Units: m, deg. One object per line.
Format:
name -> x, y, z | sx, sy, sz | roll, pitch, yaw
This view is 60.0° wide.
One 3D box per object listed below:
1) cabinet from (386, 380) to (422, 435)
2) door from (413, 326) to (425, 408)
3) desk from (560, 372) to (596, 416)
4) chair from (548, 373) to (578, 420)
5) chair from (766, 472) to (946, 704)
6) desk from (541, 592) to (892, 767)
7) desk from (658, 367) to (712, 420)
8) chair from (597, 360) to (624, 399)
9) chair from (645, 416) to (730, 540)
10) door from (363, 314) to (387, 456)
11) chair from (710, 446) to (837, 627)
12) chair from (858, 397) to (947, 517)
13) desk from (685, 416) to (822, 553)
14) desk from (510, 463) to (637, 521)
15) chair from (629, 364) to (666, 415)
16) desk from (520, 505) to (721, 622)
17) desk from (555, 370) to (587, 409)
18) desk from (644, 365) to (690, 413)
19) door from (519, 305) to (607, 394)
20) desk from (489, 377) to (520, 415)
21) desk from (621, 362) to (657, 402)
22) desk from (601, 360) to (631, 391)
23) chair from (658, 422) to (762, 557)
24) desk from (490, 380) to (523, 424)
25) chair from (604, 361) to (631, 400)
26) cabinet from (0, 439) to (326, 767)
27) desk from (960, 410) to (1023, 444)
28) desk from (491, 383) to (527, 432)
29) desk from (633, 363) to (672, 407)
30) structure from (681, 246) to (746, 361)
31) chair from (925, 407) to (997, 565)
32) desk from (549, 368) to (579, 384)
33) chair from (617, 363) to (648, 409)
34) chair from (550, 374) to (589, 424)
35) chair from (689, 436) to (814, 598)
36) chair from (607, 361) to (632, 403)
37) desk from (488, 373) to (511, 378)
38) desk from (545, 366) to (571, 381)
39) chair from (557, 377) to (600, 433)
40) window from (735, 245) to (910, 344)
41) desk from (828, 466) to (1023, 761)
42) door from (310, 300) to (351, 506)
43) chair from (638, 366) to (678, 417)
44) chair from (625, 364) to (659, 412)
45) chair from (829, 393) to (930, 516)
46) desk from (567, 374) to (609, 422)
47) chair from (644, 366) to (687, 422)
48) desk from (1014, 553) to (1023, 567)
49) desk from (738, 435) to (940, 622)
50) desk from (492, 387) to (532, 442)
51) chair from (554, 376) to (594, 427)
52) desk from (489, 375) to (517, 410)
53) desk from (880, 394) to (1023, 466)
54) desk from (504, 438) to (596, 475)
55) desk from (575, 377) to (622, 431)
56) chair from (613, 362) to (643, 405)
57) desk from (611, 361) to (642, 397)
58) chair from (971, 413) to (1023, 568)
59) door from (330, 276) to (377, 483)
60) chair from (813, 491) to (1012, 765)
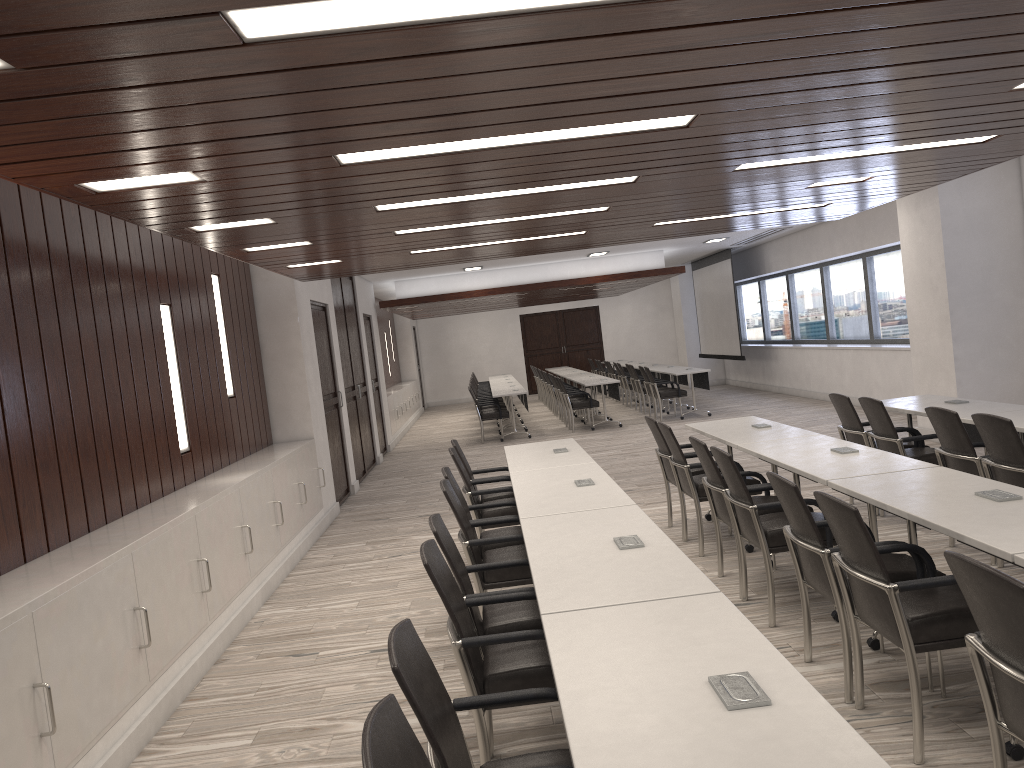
cabinet -> -2.490, 0.431, 19.574 | 0.476, 0.698, 7.540 | -7, 3, -2
door -> -2.636, -0.435, 24.536 | 0.200, 2.323, 1.163 | -7, 3, -2
desk -> 1.392, 0.187, 18.260 | 0.577, 0.795, 1.509 | -7, 3, -2
chair -> 1.064, 0.217, 16.990 | 0.638, 0.939, 0.513 | -7, 3, -2
chair -> 1.505, 0.818, 3.877 | 0.638, 0.939, 0.513 | -7, 3, -1
desk -> 0.448, 1.107, 2.056 | 0.577, 0.795, 1.509 | -7, 3, -2
desk -> 2.984, 0.146, 15.272 | 0.577, 0.795, 1.509 | -7, 3, -2
chair -> 2.395, -0.145, 21.069 | 0.638, 0.939, 0.513 | -7, 3, -2
chair -> 1.410, 0.678, 6.912 | 0.638, 0.939, 0.513 | -7, 3, -3
door -> -2.285, 0.025, 14.471 | 0.200, 2.323, 1.163 | -7, 3, -2
chair -> 1.472, 0.773, 4.862 | 0.638, 0.939, 0.513 | -7, 3, -2
chair -> 2.921, 0.522, 6.431 | 0.638, 0.939, 0.513 | -7, 3, -2
desk -> 1.797, 0.717, 6.664 | 0.577, 0.795, 1.509 | -7, 3, -2
desk -> 0.342, 0.968, 5.099 | 0.577, 0.795, 1.509 | -7, 3, -2
chair -> 2.552, 0.063, 16.519 | 0.638, 0.939, 0.513 | -7, 3, -1
desk -> 0.395, 1.038, 3.576 | 0.577, 0.795, 1.509 | -7, 3, -2
desk -> 1.339, 0.117, 19.780 | 0.577, 0.795, 1.509 | -7, 3, -2
desk -> 2.931, 0.077, 16.792 | 0.577, 0.795, 1.509 | -7, 3, -2
door -> 1.502, -0.991, 25.814 | 2.329, 2.323, 0.200 | -7, 3, -2
desk -> -0.168, 0.299, 19.736 | 0.577, 0.795, 1.509 | -7, 3, -2
desk -> 2.825, -0.062, 19.824 | 0.577, 0.795, 1.509 | -7, 3, -2
desk -> 2.719, -0.201, 22.867 | 0.577, 0.795, 1.509 | -7, 3, -2
chair -> 1.426, 0.702, 6.386 | 0.638, 0.939, 0.513 | -7, 3, -2
desk -> -0.115, 0.369, 18.216 | 0.577, 0.795, 1.509 | -7, 3, -2
chair -> 2.447, -0.101, 20.072 | 0.638, 0.939, 0.513 | -7, 3, -3
cabinet -> -1.987, 1.090, 5.164 | 0.476, 0.698, 7.540 | -7, 3, -2
desk -> 3.336, 0.607, 5.187 | 0.577, 0.795, 1.509 | -7, 3, -2
desk -> -0.062, 0.438, 16.705 | 0.577, 0.795, 1.509 | -7, 3, -2
desk -> 2.878, 0.008, 18.303 | 0.577, 0.795, 1.509 | -7, 3, -2
structure -> 4.339, -1.694, 19.010 | 0.438, 2.329, 3.550 | -7, 3, -2
chair -> 2.951, 0.568, 5.436 | 0.638, 0.939, 0.513 | -7, 3, -1
desk -> 1.286, 0.048, 21.303 | 0.577, 0.795, 1.509 | -7, 3, -2
chair -> 2.500, -0.006, 18.030 | 0.638, 0.939, 0.513 | -7, 3, -1
chair -> 1.081, 0.241, 16.471 | 0.638, 0.939, 0.513 | -7, 3, -3
chair -> 1.455, 0.749, 5.385 | 0.638, 0.939, 0.513 | -7, 3, -2
chair -> 2.459, -0.077, 19.547 | 0.638, 0.939, 0.513 | -7, 3, -2
desk -> -0.274, 0.160, 22.779 | 0.577, 0.795, 1.509 | -7, 3, -2
desk -> 1.233, -0.022, 22.823 | 0.577, 0.795, 1.509 | -7, 3, -2
chair -> 1.132, 0.311, 14.950 | 0.638, 0.939, 0.513 | -7, 3, -2
window -> 5.543, -1.416, 15.554 | 0.118, 1.419, 10.452 | -7, 3, -2
desk -> 1.903, 0.856, 3.621 | 0.577, 0.795, 1.509 | -7, 3, -2
door -> -2.137, 0.220, 10.207 | 0.200, 2.323, 1.163 | -7, 3, -2
chair -> 2.588, 0.109, 15.519 | 0.638, 0.939, 0.513 | -7, 3, -2
chair -> 2.551, 0.037, 17.041 | 0.638, 0.939, 0.513 | -7, 3, -3
chair -> 2.887, 0.500, 6.951 | 0.638, 0.939, 0.513 | -7, 3, -2
desk -> 1.445, 0.256, 16.749 | 0.577, 0.795, 1.509 | -7, 3, -2
chair -> 2.606, 0.133, 14.997 | 0.638, 0.939, 0.513 | -7, 3, -1
desk -> 1.956, 0.926, 2.100 | 0.577, 0.795, 1.509 | -7, 3, -2
desk -> 1.850, 0.786, 5.144 | 0.577, 0.795, 1.509 | -7, 3, -2
desk -> -0.009, 0.507, 15.184 | 0.577, 0.795, 1.509 | -7, 3, -2
chair -> 1.101, 0.288, 15.482 | 0.638, 0.939, 0.513 | -7, 3, -2
desk -> -0.221, 0.229, 21.259 | 0.577, 0.795, 1.509 | -7, 3, -2
desk -> 3.283, 0.538, 6.707 | 0.577, 0.795, 1.509 | -7, 3, -2
desk -> 0.289, 0.899, 6.620 | 0.577, 0.795, 1.509 | -7, 3, -2
desk -> 1.498, 0.325, 15.229 | 0.577, 0.795, 1.509 | -7, 3, -2
chair -> 2.484, -0.030, 18.554 | 0.638, 0.939, 0.513 | -7, 3, -1
desk -> 2.772, -0.131, 21.347 | 0.577, 0.795, 1.509 | -7, 3, -2
chair -> 2.975, 0.592, 4.914 | 0.638, 0.939, 0.513 | -7, 3, -2
door -> -2.244, -0.158, 12.327 | 0.200, 2.889, 2.327 | -7, 3, -2
chair -> 1.542, 0.840, 3.348 | 0.638, 0.939, 0.513 | -7, 3, -3
